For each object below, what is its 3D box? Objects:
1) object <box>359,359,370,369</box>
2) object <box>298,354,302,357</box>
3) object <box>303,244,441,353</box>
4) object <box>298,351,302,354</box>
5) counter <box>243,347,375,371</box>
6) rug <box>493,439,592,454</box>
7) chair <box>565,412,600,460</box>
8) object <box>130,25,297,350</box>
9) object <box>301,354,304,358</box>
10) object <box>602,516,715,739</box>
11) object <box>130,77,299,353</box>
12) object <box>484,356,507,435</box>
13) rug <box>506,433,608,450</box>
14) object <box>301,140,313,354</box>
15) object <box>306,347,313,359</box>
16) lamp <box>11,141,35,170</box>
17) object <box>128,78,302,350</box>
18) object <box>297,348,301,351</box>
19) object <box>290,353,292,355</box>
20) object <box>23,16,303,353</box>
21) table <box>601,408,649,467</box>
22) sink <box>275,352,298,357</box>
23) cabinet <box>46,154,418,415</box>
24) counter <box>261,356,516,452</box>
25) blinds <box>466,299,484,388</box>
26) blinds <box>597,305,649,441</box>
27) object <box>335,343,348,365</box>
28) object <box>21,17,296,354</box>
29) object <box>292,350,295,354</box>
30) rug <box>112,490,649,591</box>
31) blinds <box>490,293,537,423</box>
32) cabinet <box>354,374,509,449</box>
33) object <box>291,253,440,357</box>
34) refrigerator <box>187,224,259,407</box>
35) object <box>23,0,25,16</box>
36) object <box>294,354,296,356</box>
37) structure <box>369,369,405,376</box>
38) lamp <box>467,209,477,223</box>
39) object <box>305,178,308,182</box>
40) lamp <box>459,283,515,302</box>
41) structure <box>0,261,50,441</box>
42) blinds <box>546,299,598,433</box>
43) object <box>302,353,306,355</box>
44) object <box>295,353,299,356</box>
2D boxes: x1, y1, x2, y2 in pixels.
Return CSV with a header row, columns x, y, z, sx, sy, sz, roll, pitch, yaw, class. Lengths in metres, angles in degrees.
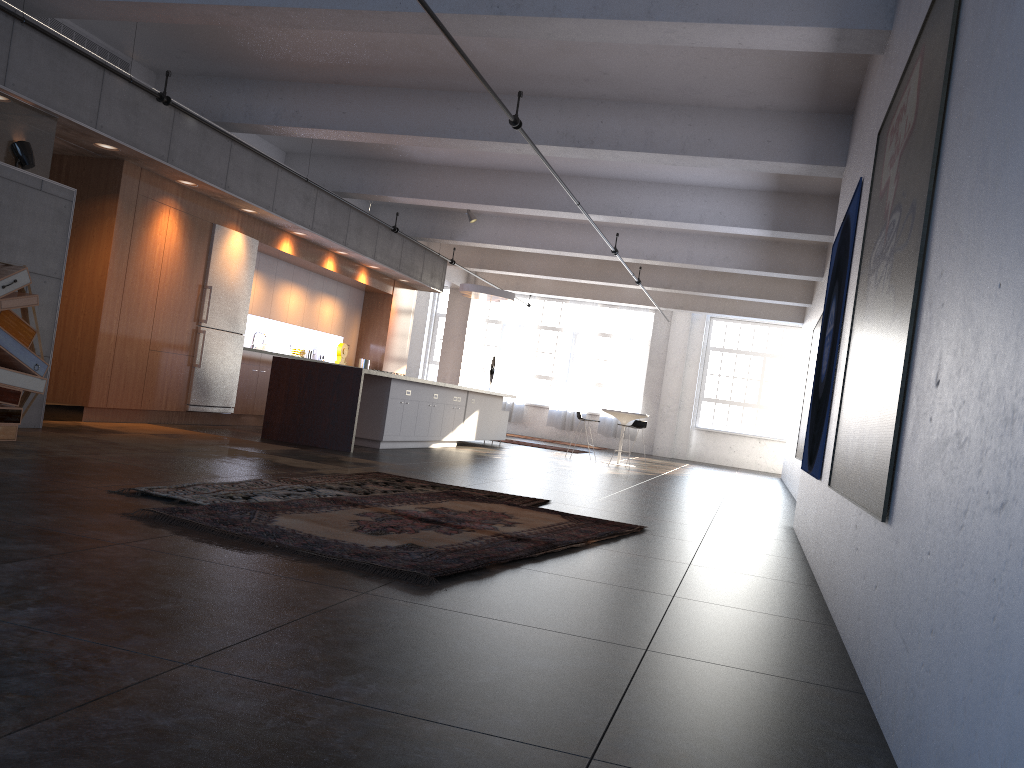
x,y,z,sx,sy,sz,roll,pitch,yaw,class
-2.613,-0.352,15.678,0.194,0.170,0.187,9,-1,-27,object
-2.337,-1.411,14.985,0.056,2.309,2.978,8,-1,34,object
-3.264,-0.521,13.850,0.056,0.060,0.054,8,-1,38,object
-2.964,-1.562,12.610,0.054,2.228,2.395,8,-1,-9,object
-3.695,-0.441,13.902,1.590,0.039,4.509,8,-1,15,counter
0.155,1.240,18.775,2.854,0.029,1.874,8,-1,14,rug
1.267,0.958,15.667,0.508,0.895,0.460,8,-1,-9,chair
-3.375,-0.544,13.773,0.052,0.060,0.058,9,-1,-41,object
-3.291,-0.437,13.882,0.061,0.057,0.050,9,-1,-39,object
-3.218,0.744,10.652,19.535,0.001,27.498,8,-1,15,object
-3.429,-1.663,11.015,0.056,2.190,5.655,8,-1,5,object
-0.687,0.240,21.830,1.168,1.919,1.067,8,-1,14,object
0.841,1.429,22.446,3.098,0.009,1.834,8,-1,13,rug
-3.303,-0.489,13.834,0.065,0.053,0.050,9,-1,-38,object
-3.325,-0.500,14.536,0.059,0.209,0.146,8,-1,15,object
-4.080,-1.895,7.369,0.212,0.258,0.170,8,-1,-4,lamp
-3.299,-0.529,13.888,0.062,0.051,0.053,8,-1,7,object
-3.986,-1.806,8.958,0.058,2.164,9.971,8,-1,10,object
-6.470,-0.485,8.066,0.053,1.095,12.979,8,-1,28,object
-3.561,-1.697,10.415,0.053,2.168,6.904,8,-1,8,object
1.962,0.970,15.839,0.819,0.951,0.838,8,-1,15,table
-3.499,-0.362,12.908,0.517,0.192,0.737,8,-1,15,sink
-4.196,-0.947,13.266,2.354,2.562,8.194,8,-1,15,cabinet
-1.416,0.428,13.388,1.130,0.971,6.728,8,-1,16,counter
-1.361,-1.009,24.151,1.015,3.713,0.318,8,0,12,blinds
2.996,-0.427,23.085,1.020,3.750,0.345,8,0,11,blinds
-2.895,-0.506,15.091,0.098,0.381,0.277,8,-1,15,object
-3.382,-0.483,13.840,0.052,0.053,0.061,9,-1,-32,object
-3.400,-0.498,13.780,0.053,0.054,0.061,8,-1,6,object
-0.446,0.849,5.441,1.845,0.048,3.582,8,-1,24,rug
0.065,-0.812,23.782,1.022,3.674,0.364,8,0,13,blinds
-1.247,0.495,13.980,0.912,0.930,5.710,8,-1,16,cabinet
-6.586,-0.562,8.046,0.933,1.214,13.417,8,-1,26,object
-3.650,-0.819,11.077,0.218,2.190,0.964,8,-1,13,refrigerator
-3.402,-0.533,13.834,0.052,0.053,0.062,9,-1,-27,object
-3.375,-0.441,13.793,0.050,0.055,0.061,8,-1,5,object
-1.797,-0.140,12.529,0.506,0.072,0.647,8,-1,15,structure
-0.672,-2.788,14.538,0.222,0.287,0.132,8,-1,-2,lamp
-3.326,-0.488,13.885,0.051,0.053,0.063,8,-1,22,object
-0.560,-1.655,16.110,1.027,0.130,1.058,9,-1,-29,lamp
-4.044,-0.286,6.046,0.631,1.315,1.934,8,-1,15,structure
1.687,-0.601,23.389,1.027,3.697,0.342,8,0,10,blinds
-5.970,-2.073,8.647,0.061,2.210,12.038,8,-1,29,object
-3.344,-0.462,13.762,0.052,0.053,0.062,8,-1,-3,object
